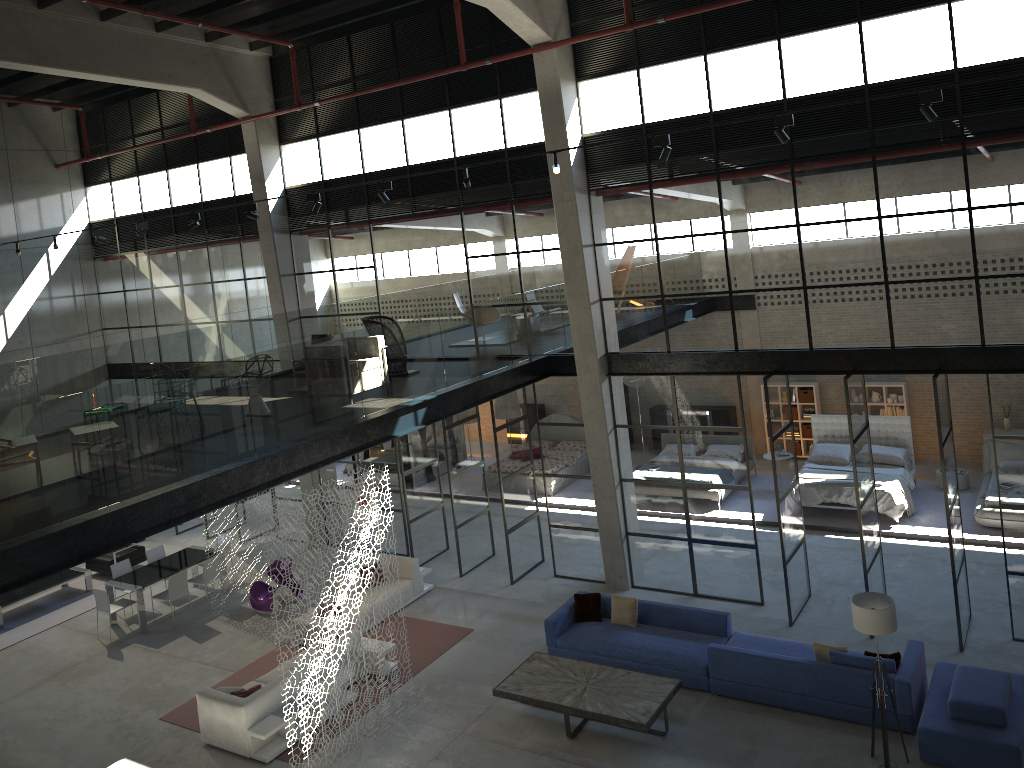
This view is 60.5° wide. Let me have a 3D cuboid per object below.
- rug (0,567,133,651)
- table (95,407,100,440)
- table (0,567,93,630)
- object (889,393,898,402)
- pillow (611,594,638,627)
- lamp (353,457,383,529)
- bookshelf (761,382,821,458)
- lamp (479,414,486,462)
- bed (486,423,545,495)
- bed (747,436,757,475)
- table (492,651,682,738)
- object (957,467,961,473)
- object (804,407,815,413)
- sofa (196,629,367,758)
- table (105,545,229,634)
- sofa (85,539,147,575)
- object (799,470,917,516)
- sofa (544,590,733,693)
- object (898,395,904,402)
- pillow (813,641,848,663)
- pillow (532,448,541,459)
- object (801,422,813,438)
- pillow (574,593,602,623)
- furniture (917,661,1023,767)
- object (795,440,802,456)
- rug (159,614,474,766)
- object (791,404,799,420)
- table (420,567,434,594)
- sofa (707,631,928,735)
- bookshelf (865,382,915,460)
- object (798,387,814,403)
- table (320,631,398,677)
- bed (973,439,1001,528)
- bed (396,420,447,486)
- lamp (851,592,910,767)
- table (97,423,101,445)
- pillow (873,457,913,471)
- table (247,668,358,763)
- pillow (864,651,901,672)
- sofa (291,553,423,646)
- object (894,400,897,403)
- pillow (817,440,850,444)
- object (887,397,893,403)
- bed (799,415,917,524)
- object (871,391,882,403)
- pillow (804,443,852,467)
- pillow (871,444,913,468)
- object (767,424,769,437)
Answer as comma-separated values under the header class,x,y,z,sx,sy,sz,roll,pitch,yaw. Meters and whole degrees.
class,x,y,z,sx,sy,sz,roll,pitch,yaw
rug,-8.734,4.138,16.477,2.400,0.025,3.447,0,12,33
table,-5.116,0.539,11.118,0.392,0.513,0.417,-6,5,8
table,-8.958,3.969,16.408,0.897,0.405,1.832,-1,11,33
object,8.308,0.299,19.127,0.174,0.168,0.176,-6,6,1
pillow,1.560,3.155,12.192,0.400,0.379,0.210,-2,5,34
lamp,-2.230,1.562,13.222,0.437,1.095,0.445,-4,4,42
bookshelf,6.500,0.859,20.309,1.234,1.749,0.334,-4,3,33
lamp,-1.047,1.204,22.252,0.805,1.914,0.684,-7,3,-15
bed,0.656,1.594,20.737,2.021,1.271,2.378,-2,9,33
bed,3.790,1.798,18.699,2.247,0.863,2.435,-1,11,33
table,0.917,3.850,10.654,2.055,0.396,1.043,0,11,33
object,8.559,1.658,16.928,0.170,0.089,0.168,-14,11,-43
object,6.828,0.593,20.081,0.259,0.133,0.059,-1,5,33
sofa,-2.997,3.987,11.641,0.944,0.665,2.173,-2,10,33
table,-6.101,3.608,15.602,0.897,0.752,1.832,-2,9,33
sofa,-8.058,3.442,17.838,0.946,0.754,0.833,-2,7,33
object,6.247,2.002,16.349,2.271,0.654,0.662,0,9,36
sofa,1.716,3.438,11.908,2.326,0.600,1.071,0,10,33
object,8.449,0.316,19.037,0.143,0.137,0.141,-11,8,-39
pillow,3.769,3.228,10.324,0.400,0.379,0.210,-2,5,34
pillow,0.342,1.640,20.493,0.873,0.211,0.641,-4,9,12
object,6.846,1.057,20.088,0.322,0.295,0.329,-3,7,33
pillow,1.082,3.168,12.455,0.397,0.369,0.262,-5,5,12
furniture,4.984,3.483,9.451,0.945,0.551,1.562,-1,10,33
object,6.563,1.468,20.314,0.322,0.295,0.329,-3,7,33
rug,-2.655,4.124,12.576,2.636,0.020,3.689,0,12,33
object,6.475,0.651,20.288,0.322,0.295,0.329,-3,7,33
table,-1.815,3.385,15.208,0.897,0.367,0.305,-1,7,33
sofa,3.663,3.381,10.620,2.326,0.718,1.070,-1,9,33
bookshelf,8.076,0.854,19.292,1.234,1.749,0.334,-4,3,33
object,6.762,0.252,20.060,0.322,0.295,0.329,-3,7,33
table,-2.202,3.882,12.598,1.196,0.367,0.305,-1,7,33
bed,9.326,1.734,15.268,2.233,0.918,2.597,-1,10,33
bed,-2.729,1.266,22.530,2.238,2.067,2.348,-3,7,33
lamp,3.777,3.131,9.020,0.427,1.735,0.677,-5,3,31
table,-4.908,0.707,10.354,0.476,0.393,0.632,-10,8,-31
pillow,7.242,1.444,17.073,0.955,0.328,0.727,0,10,34
table,-2.616,4.186,11.123,0.299,0.366,1.595,-3,10,33
pillow,4.248,3.224,10.062,0.397,0.369,0.262,-5,5,12
sofa,-2.480,3.482,14.214,0.938,0.664,2.182,-2,10,33
object,8.294,0.380,18.979,0.066,0.063,0.066,-7,6,-9
pillow,6.601,1.351,17.637,1.049,0.320,0.497,-1,9,33
object,8.198,0.355,19.038,0.115,0.112,0.117,-2,7,36
bed,6.459,1.568,16.748,2.209,1.408,2.354,-2,9,32
object,7.988,0.279,19.229,0.166,0.250,0.166,-7,4,-12
pillow,6.358,1.416,17.433,1.022,0.371,0.676,0,10,36
pillow,7.186,1.365,17.009,0.975,0.290,0.703,0,11,35
object,6.187,1.062,20.518,0.322,0.295,0.329,-3,7,33
